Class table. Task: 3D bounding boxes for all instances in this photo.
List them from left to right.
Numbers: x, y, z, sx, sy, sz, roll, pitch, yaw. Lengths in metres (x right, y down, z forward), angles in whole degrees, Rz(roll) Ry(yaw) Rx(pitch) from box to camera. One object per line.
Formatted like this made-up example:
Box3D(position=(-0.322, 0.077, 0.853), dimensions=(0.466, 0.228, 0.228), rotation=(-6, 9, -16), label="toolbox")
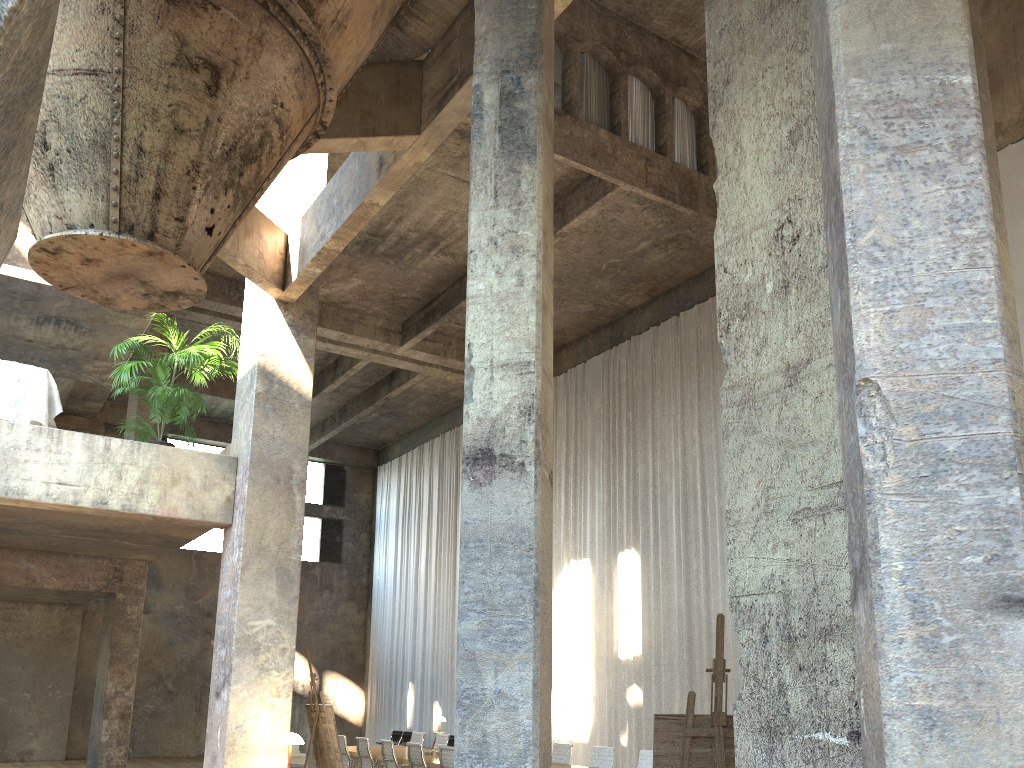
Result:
Box3D(position=(-5.468, 0.178, 8.763), dimensions=(1.769, 0.776, 1.141), rotation=(13, -21, -31), label="table")
Box3D(position=(-0.727, 5.846, 12.775), dimensions=(1.618, 0.734, 7.895), rotation=(12, -23, -30), label="table")

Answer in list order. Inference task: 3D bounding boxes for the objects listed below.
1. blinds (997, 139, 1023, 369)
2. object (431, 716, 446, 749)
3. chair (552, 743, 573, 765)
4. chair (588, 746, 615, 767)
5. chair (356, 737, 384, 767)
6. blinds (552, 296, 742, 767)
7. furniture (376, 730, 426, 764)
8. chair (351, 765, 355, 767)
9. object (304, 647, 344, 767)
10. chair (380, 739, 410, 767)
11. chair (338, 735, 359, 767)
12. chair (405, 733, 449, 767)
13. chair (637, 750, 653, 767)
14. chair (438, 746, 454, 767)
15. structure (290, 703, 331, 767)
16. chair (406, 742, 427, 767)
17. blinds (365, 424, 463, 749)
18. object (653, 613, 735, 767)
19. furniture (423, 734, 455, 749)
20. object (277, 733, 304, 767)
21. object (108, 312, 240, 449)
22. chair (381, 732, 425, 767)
Box3D(position=(7.222, 0.531, 9.116), dimensions=(0.277, 8.368, 8.016), rotation=(8, -18, -30), label="blinds")
Box3D(position=(-1.545, 7.265, 17.472), dimensions=(0.571, 1.256, 0.680), rotation=(1, -15, 1), label="object")
Box3D(position=(0.494, 5.503, 12.147), dimensions=(0.704, 0.992, 0.682), rotation=(9, -17, -26), label="chair")
Box3D(position=(0.992, 5.238, 11.394), dimensions=(0.705, 0.992, 0.682), rotation=(9, -17, -28), label="chair")
Box3D(position=(-2.081, 5.967, 13.534), dimensions=(0.704, 0.992, 0.682), rotation=(9, -17, -26), label="chair")
Box3D(position=(2.544, 3.029, 16.226), dimensions=(0.277, 8.368, 8.016), rotation=(8, -18, -30), label="blinds")
Box3D(position=(-2.840, 8.899, 21.438), dimensions=(0.716, 0.815, 1.916), rotation=(11, -21, -30), label="furniture")
Box3D(position=(-3.091, 6.507, 15.069), dimensions=(0.704, 0.992, 0.683), rotation=(8, -17, -26), label="chair")
Box3D(position=(-1.961, 3.801, 9.037), dimensions=(0.692, 2.078, 0.716), rotation=(10, -16, -32), label="object")
Box3D(position=(-1.593, 5.708, 12.796), dimensions=(0.703, 0.992, 0.683), rotation=(8, -17, -23), label="chair")
Box3D(position=(-2.580, 6.232, 14.288), dimensions=(0.705, 0.992, 0.682), rotation=(9, -17, -28), label="chair")
Box3D(position=(-1.447, 6.532, 15.077), dimensions=(0.703, 0.992, 0.683), rotation=(8, -17, -23), label="chair")
Box3D(position=(-0.917, 4.417, 9.170), dimensions=(13.095, 0.999, 32.242), rotation=(13, -23, -30), label="chair")
Box3D(position=(-0.618, 5.182, 11.300), dimensions=(0.706, 0.992, 0.680), rotation=(11, -18, -32), label="chair")
Box3D(position=(-2.465, 4.312, 9.699), dimensions=(0.600, 1.498, 0.760), rotation=(10, -17, -31), label="structure")
Box3D(position=(-1.118, 5.453, 12.070), dimensions=(0.704, 0.992, 0.682), rotation=(9, -17, -26), label="chair")
Box3D(position=(-2.148, 5.536, 23.358), dimensions=(0.278, 8.369, 8.007), rotation=(9, -18, -32), label="blinds")
Box3D(position=(1.176, 2.427, 5.103), dimensions=(0.702, 2.078, 0.706), rotation=(1, -14, -1), label="object")
Box3D(position=(-1.548, 8.209, 19.474), dimensions=(0.716, 0.815, 1.916), rotation=(11, -21, -30), label="furniture")
Box3D(position=(-2.126, 3.813, 7.921), dimensions=(0.576, 1.256, 0.673), rotation=(10, -17, -31), label="object")
Box3D(position=(-3.773, 0.068, 9.826), dimensions=(1.412, 1.751, 1.392), rotation=(9, -17, -26), label="object")
Box3D(position=(-1.939, 6.776, 15.772), dimensions=(0.704, 0.992, 0.682), rotation=(9, -17, -26), label="chair")
